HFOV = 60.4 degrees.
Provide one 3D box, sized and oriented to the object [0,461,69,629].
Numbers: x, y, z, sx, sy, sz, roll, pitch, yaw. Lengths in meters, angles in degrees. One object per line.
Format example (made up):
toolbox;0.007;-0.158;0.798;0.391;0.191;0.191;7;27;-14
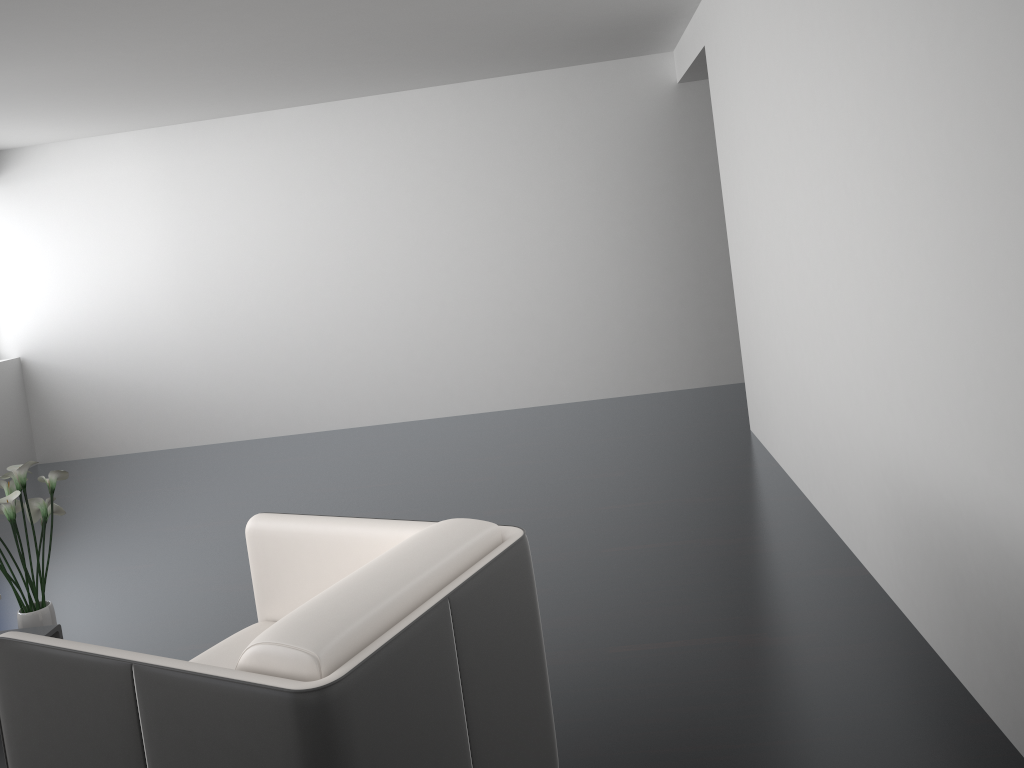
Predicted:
object;-1.697;0.659;2.994;0.379;0.791;0.449;-8;5;-12

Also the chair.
chair;-0.481;0.703;1.946;0.915;0.656;0.779;-3;8;29

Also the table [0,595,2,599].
table;-2.262;0.981;2.977;0.968;0.311;0.302;-7;6;2

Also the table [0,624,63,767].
table;-2.022;1.006;2.649;1.256;0.311;0.302;-7;6;3
